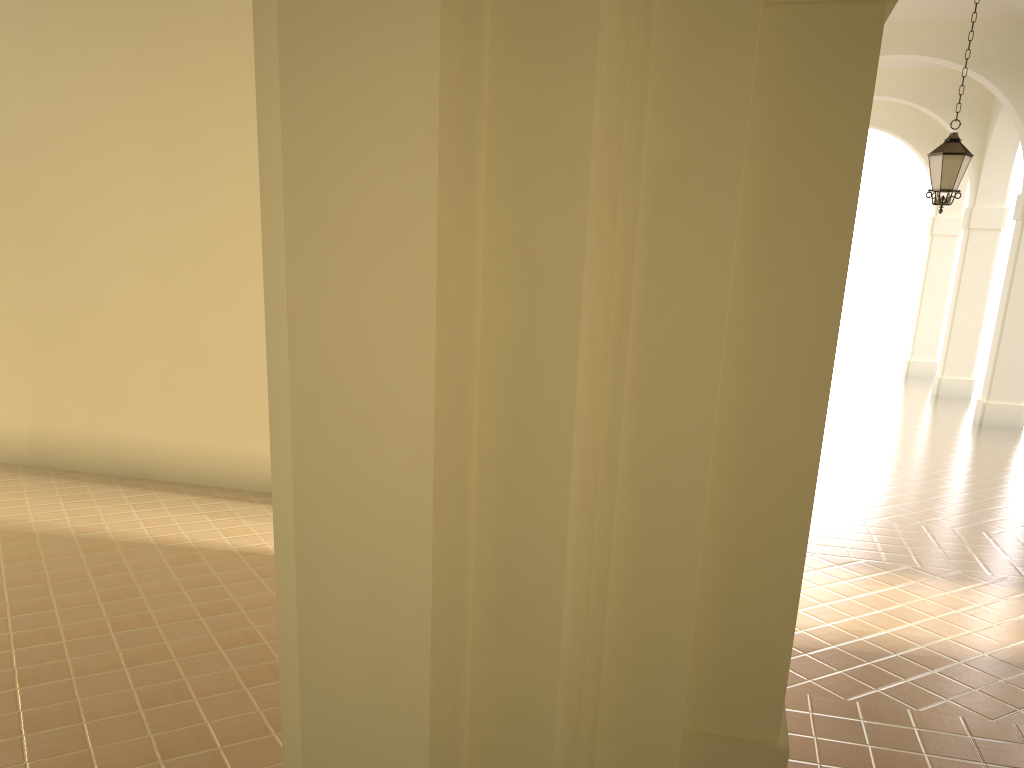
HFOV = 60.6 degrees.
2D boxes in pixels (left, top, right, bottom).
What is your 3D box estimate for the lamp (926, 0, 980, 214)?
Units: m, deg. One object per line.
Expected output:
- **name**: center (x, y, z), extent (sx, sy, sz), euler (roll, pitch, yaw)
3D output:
- **lamp**: center (5.157, -3.672, 9.927), extent (0.508, 3.453, 0.425), euler (6, 17, 13)
